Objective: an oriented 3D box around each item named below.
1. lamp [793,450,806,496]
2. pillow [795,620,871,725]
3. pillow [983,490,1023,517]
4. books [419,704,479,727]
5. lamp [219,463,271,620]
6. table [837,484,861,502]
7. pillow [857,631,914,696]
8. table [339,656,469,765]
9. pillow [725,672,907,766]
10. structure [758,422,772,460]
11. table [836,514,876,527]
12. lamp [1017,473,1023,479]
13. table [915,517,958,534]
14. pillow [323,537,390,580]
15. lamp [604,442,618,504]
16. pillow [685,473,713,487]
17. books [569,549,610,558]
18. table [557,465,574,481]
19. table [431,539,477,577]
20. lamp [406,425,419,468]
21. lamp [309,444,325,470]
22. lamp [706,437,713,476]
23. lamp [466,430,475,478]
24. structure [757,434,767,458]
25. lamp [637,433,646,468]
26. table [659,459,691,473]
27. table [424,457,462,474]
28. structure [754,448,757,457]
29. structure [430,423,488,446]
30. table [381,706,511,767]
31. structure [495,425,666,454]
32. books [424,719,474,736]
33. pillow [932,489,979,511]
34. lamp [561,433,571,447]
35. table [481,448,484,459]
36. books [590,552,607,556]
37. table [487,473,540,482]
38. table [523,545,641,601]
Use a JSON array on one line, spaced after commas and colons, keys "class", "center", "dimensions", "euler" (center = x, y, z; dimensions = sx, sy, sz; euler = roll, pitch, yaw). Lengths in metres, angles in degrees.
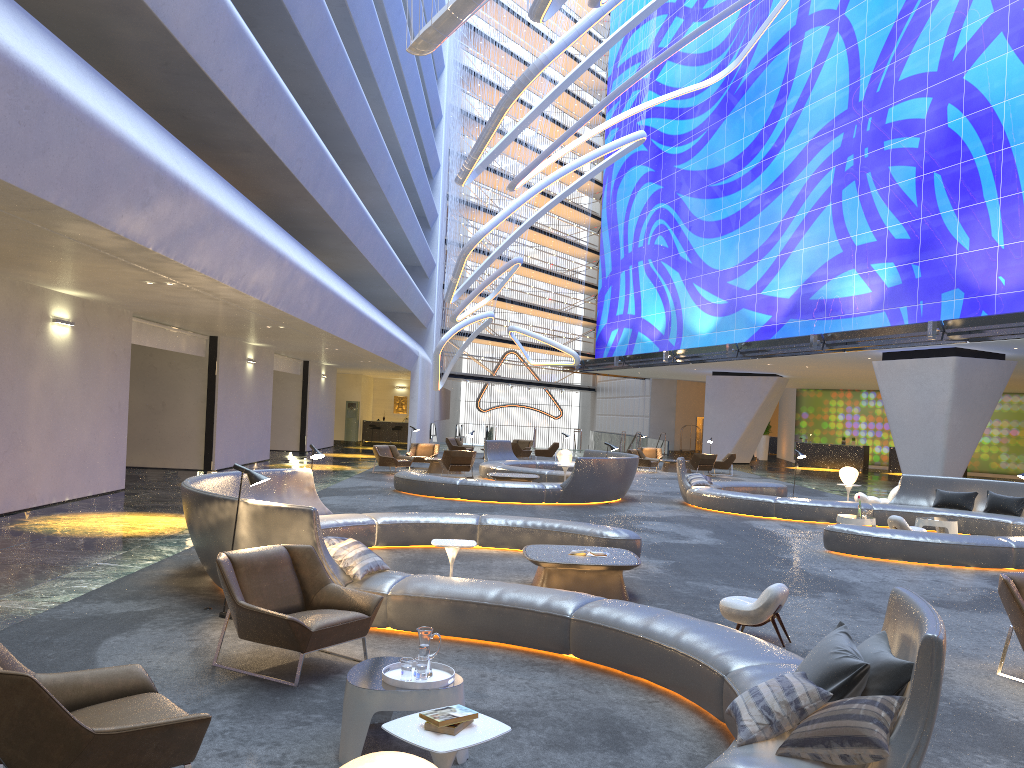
[{"class": "lamp", "center": [6.272, 2.096, 19.462], "dimensions": [0.202, 1.300, 0.384], "euler": [3, 0, -25]}, {"class": "pillow", "center": [1.538, 1.414, 4.303], "dimensions": [0.315, 0.386, 0.785], "euler": [2, -1, 15]}, {"class": "pillow", "center": [8.742, 2.129, 15.728], "dimensions": [0.282, 0.417, 0.759], "euler": [3, -1, -33]}, {"class": "books", "center": [-0.243, 1.277, 3.421], "dimensions": [0.189, 0.022, 0.133], "euler": [4, -2, -40]}, {"class": "lamp", "center": [-2.241, 1.319, 7.436], "dimensions": [0.384, 1.300, 0.202], "euler": [3, 0, -1]}, {"class": "table", "center": [7.231, 2.464, 19.086], "dimensions": [0.418, 0.595, 0.427], "euler": [3, -1, -27]}, {"class": "pillow", "center": [1.744, 1.449, 4.341], "dimensions": [0.295, 0.369, 0.769], "euler": [2, -1, 12]}, {"class": "table", "center": [-0.563, 1.758, 4.789], "dimensions": [0.671, 0.406, 0.673], "euler": [3, -1, -4]}, {"class": "pillow", "center": [1.331, 1.487, 4.009], "dimensions": [0.873, 0.280, 0.685], "euler": [1, -2, 36]}, {"class": "structure", "center": [12.883, 2.867, 45.255], "dimensions": [1.023, 2.051, 0.772], "euler": [3, 0, -22]}, {"class": "table", "center": [5.467, 2.341, 14.306], "dimensions": [0.674, 0.406, 0.670], "euler": [4, -2, -39]}, {"class": "lamp", "center": [8.412, 2.031, 14.443], "dimensions": [0.384, 1.300, 0.202], "euler": [3, 0, -8]}, {"class": "table", "center": [6.952, 2.418, 14.605], "dimensions": [0.673, 0.406, 0.671], "euler": [2, -1, 19]}, {"class": "pillow", "center": [-1.386, 1.455, 7.551], "dimensions": [0.693, 0.262, 0.877], "euler": [4, -2, -39]}, {"class": "lamp", "center": [2.052, 1.882, 18.776], "dimensions": [0.384, 1.300, 0.202], "euler": [3, 0, 16]}, {"class": "pillow", "center": [4.048, 2.086, 19.377], "dimensions": [0.692, 0.262, 0.878], "euler": [2, -2, 8]}, {"class": "books", "center": [0.803, 1.751, 9.225], "dimensions": [0.395, 0.039, 0.301], "euler": [2, -2, 13]}, {"class": "table", "center": [1.292, 2.270, 21.456], "dimensions": [0.418, 0.595, 0.428], "euler": [3, -1, -2]}, {"class": "table", "center": [-0.549, 1.756, 8.182], "dimensions": [0.418, 0.595, 0.427], "euler": [3, -1, -4]}, {"class": "lamp", "center": [-3.030, 1.918, 27.023], "dimensions": [0.384, 1.300, 0.202], "euler": [3, 0, 16]}, {"class": "lamp", "center": [-2.584, 1.435, 11.480], "dimensions": [0.202, 1.300, 0.384], "euler": [3, 0, -41]}, {"class": "lamp", "center": [6.659, 2.450, 29.821], "dimensions": [0.202, 1.300, 0.384], "euler": [3, 0, 16]}, {"class": "lamp", "center": [-1.119, 1.910, 24.087], "dimensions": [0.202, 1.300, 0.384], "euler": [3, 0, 16]}, {"class": "structure", "center": [13.336, 2.955, 47.345], "dimensions": [0.773, 2.051, 1.021], "euler": [3, 0, -30]}, {"class": "lamp", "center": [4.748, 2.458, 32.757], "dimensions": [0.384, 1.300, 0.202], "euler": [3, 0, 16]}, {"class": "table", "center": [5.825, 2.914, 31.429], "dimensions": [1.203, 0.392, 1.203], "euler": [3, -2, 0]}, {"class": "table", "center": [-1.952, 2.374, 25.695], "dimensions": [1.203, 0.392, 1.203], "euler": [3, -2, -1]}, {"class": "structure", "center": [13.695, 3.033, 49.244], "dimensions": [1.022, 2.051, 0.773], "euler": [3, 0, 11]}, {"class": "structure", "center": [-3.103, 6.547, 56.129], "dimensions": [3.017, 8.238, 19.836], "euler": [3, -2, -1]}, {"class": "table", "center": [-0.277, 1.614, 3.418], "dimensions": [0.427, 0.595, 0.418], "euler": [2, -1, 43]}, {"class": "structure", "center": [3.315, 6.890, 56.664], "dimensions": [9.304, 8.398, 19.740], "euler": [3, -2, -1]}, {"class": "books", "center": [-0.240, 1.304, 3.422], "dimensions": [0.128, 0.030, 0.182], "euler": [2, -2, 21]}, {"class": "pillow", "center": [8.154, 2.146, 16.349], "dimensions": [0.768, 0.369, 0.295], "euler": [1, -1, 43]}, {"class": "lamp", "center": [1.597, 2.128, 27.013], "dimensions": [0.384, 1.300, 0.202], "euler": [3, 0, 16]}, {"class": "table", "center": [-0.573, 2.713, 34.223], "dimensions": [1.202, 0.392, 1.204], "euler": [2, -2, 17]}, {"class": "books", "center": [0.896, 1.760, 9.186], "dimensions": [0.133, 0.012, 0.189], "euler": [3, -2, -11]}, {"class": "table", "center": [0.025, 2.292, 20.397], "dimensions": [1.203, 0.392, 1.203], "euler": [3, -2, 0]}, {"class": "table", "center": [0.702, 1.959, 9.186], "dimensions": [1.203, 0.392, 1.203], "euler": [3, -2, 0]}]
